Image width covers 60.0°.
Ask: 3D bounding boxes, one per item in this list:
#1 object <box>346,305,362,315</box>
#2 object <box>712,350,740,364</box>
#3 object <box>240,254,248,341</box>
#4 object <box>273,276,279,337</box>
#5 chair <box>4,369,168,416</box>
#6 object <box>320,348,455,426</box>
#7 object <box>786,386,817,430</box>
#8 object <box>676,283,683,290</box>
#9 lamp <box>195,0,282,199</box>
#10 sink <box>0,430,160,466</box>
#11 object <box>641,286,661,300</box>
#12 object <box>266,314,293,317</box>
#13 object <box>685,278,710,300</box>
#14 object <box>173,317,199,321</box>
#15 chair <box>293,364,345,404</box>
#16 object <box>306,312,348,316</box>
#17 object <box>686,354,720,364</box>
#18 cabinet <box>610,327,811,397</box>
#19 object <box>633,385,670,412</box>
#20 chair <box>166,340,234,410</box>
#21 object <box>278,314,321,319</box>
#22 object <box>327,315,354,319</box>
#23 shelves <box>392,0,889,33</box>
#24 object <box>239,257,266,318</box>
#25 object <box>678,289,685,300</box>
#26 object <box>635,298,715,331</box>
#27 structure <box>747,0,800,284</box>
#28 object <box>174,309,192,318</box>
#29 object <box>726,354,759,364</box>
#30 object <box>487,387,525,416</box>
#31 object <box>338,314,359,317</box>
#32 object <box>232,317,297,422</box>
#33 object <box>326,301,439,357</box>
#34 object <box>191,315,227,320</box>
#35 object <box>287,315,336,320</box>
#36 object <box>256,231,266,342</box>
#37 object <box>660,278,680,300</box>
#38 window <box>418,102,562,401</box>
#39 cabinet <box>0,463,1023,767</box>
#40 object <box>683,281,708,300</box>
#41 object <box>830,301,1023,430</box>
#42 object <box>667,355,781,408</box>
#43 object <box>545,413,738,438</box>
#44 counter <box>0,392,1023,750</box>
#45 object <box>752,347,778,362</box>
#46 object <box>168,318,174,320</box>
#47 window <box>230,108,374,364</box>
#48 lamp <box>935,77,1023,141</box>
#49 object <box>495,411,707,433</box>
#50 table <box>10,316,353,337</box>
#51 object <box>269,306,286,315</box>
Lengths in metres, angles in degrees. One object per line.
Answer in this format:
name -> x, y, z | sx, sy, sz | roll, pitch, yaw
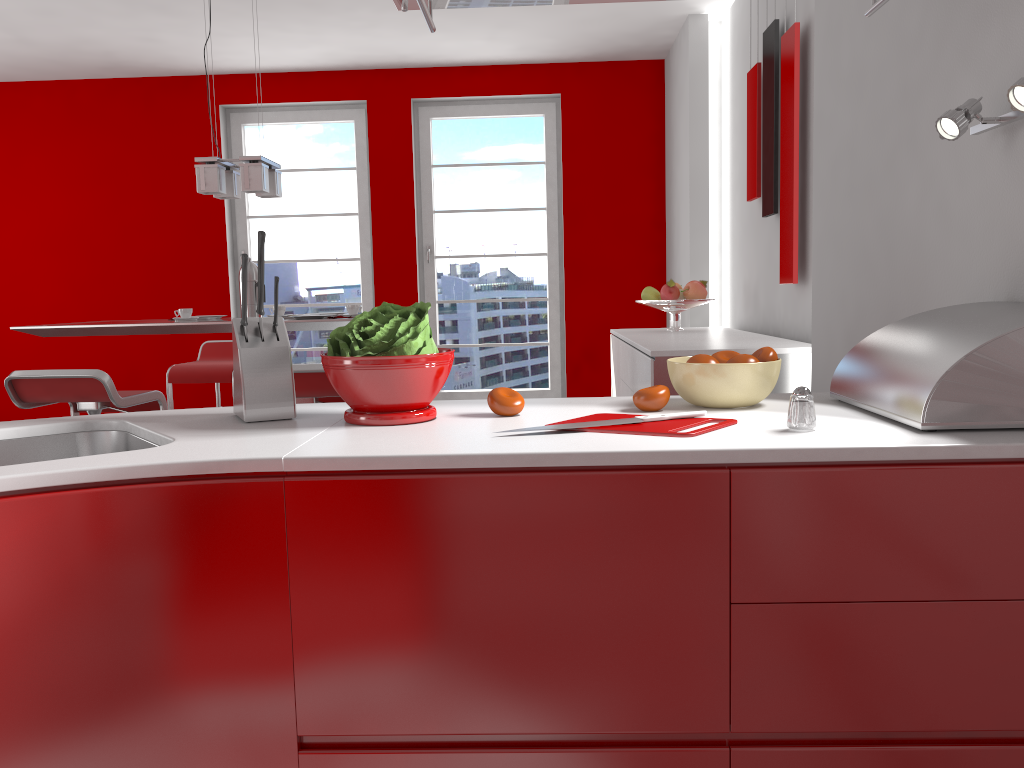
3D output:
object -> -0.724, -0.340, 4.084 | 0.078, 0.049, 0.062 | -1, 6, 2
object -> 0.394, -0.035, 1.627 | 0.065, 0.052, 0.062 | -3, 6, -13
object -> -0.471, -0.088, 1.565 | 0.012, 0.279, 0.130 | -4, 7, -27
object -> -0.422, -0.093, 1.588 | 0.009, 0.197, 0.091 | -4, 7, -27
chair -> -1.625, 0.353, 3.463 | 0.418, 0.857, 0.460 | -1, 6, 7
object -> -0.211, 0.003, 1.530 | 0.229, 0.118, 0.228 | -4, 7, -27
object -> 0.428, 0.036, 1.312 | 0.043, 0.066, 0.042 | 0, 6, 15
object -> 0.832, -0.472, 4.591 | 0.096, 0.105, 0.117 | 2, 7, 31
lamp -> -1.273, -1.388, 4.071 | 0.304, 1.025, 0.304 | -1, 6, 2
sink -> -0.735, 0.194, 1.413 | 0.326, 0.172, 0.428 | -6, 7, -37
object -> 0.710, -0.453, 4.510 | 0.083, 0.086, 0.100 | -6, 8, -38
object -> -1.131, -0.329, 4.315 | 0.119, 0.016, 0.119 | -1, 6, -1
object -> 0.926, -0.479, 4.513 | 0.150, 0.129, 0.117 | -6, 8, -40
object -> -1.554, -0.310, 4.228 | 0.119, 0.016, 0.119 | -3, 6, -18
chair -> -0.790, 0.335, 3.428 | 0.418, 0.857, 0.460 | -2, 6, -3
object -> -0.922, -0.347, 4.424 | 0.217, 0.015, 0.217 | -4, 6, -22
object -> 0.343, -0.029, 1.588 | 0.066, 0.049, 0.062 | 0, 6, 10
cabinet -> 0.827, 0.223, 4.008 | 0.610, 0.880, 1.802 | -1, 6, 2
object -> 0.246, 0.026, 1.563 | 0.065, 0.047, 0.063 | -1, 6, 2
chair -> -1.660, 0.189, 5.061 | 0.418, 0.857, 0.460 | 0, 6, 10
object -> -1.002, -0.315, 4.137 | 0.217, 0.015, 0.217 | 3, 8, 39
object -> -0.742, -0.295, 3.895 | 0.095, 0.012, 0.234 | -1, 6, 2
shelves -> 0.232, -1.149, 1.371 | 0.934, 1.023, 0.462 | -1, 6, 2
object -> -1.204, -0.447, 4.143 | 0.149, 0.287, 0.113 | 0, 6, 10
object -> 0.840, -0.442, 4.508 | 0.086, 0.079, 0.084 | 2, 7, 30
object -> 0.826, -0.349, 4.495 | 0.398, 0.159, 0.398 | -6, 7, -38
structure -> 1.118, -1.186, 3.834 | 0.040, 1.503, 0.820 | -1, 6, 2
object -> -1.562, -0.334, 4.228 | 0.078, 0.049, 0.062 | 1, 6, 25
object -> 0.406, -0.029, 1.566 | 0.066, 0.049, 0.062 | -2, 6, -1
object -> -0.010, 0.031, 1.551 | 0.064, 0.048, 0.063 | -4, 6, -20
object -> -0.731, -0.316, 4.086 | 0.119, 0.016, 0.119 | 1, 6, 22
object -> -0.452, -0.031, 1.600 | 0.091, 0.178, 0.137 | -4, 6, -25
object -> -0.223, -0.050, 1.525 | 0.198, 0.182, 0.193 | -1, 6, 8
object -> -1.538, -0.333, 4.440 | 0.217, 0.015, 0.217 | 1, 7, 26
object -> -0.879, -0.294, 3.906 | 0.217, 0.015, 0.217 | 3, 7, 38
object -> -0.443, -0.105, 1.567 | 0.014, 0.322, 0.150 | -4, 7, -27
object -> 0.779, -0.463, 4.402 | 0.097, 0.133, 0.117 | -2, 6, -9
window -> -0.146, -0.888, 6.136 | 0.938, 2.038, 0.117 | -1, 6, 2
cabinet -> -0.131, 0.531, 0.945 | 1.875, 0.761, 1.025 | -7, 8, -42
object -> 0.910, -0.458, 4.388 | 0.121, 0.101, 0.097 | -3, 6, -19
object -> 0.734, -0.043, 1.442 | 0.300, 0.170, 0.400 | -1, 6, 2
object -> 0.385, -0.002, 1.614 | 0.201, 0.086, 0.201 | -1, 6, 3
object -> 0.203, 0.063, 1.392 | 0.266, 0.006, 0.168 | 2, 7, 29
counter -> -0.398, 0.564, 1.000 | 1.868, 0.880, 2.865 | 3, 7, 36
object -> 0.452, -0.038, 1.607 | 0.055, 0.058, 0.066 | -3, 6, -13
object -> -1.676, -0.328, 4.448 | 0.095, 0.012, 0.234 | -1, 6, 1
window -> -1.445, -0.860, 6.182 | 0.938, 2.038, 0.117 | -1, 6, 2
lamp -> 0.810, -0.443, 1.414 | 0.155, 0.081, 0.454 | -1, 6, 2
object -> 0.148, 0.060, 1.375 | 0.375, 0.008, 0.041 | -4, 6, -21
table -> -1.287, 0.192, 4.237 | 1.700, 1.000, 0.800 | -1, 6, 2
object -> -1.137, -0.354, 4.318 | 0.078, 0.049, 0.062 | 4, 8, 42
